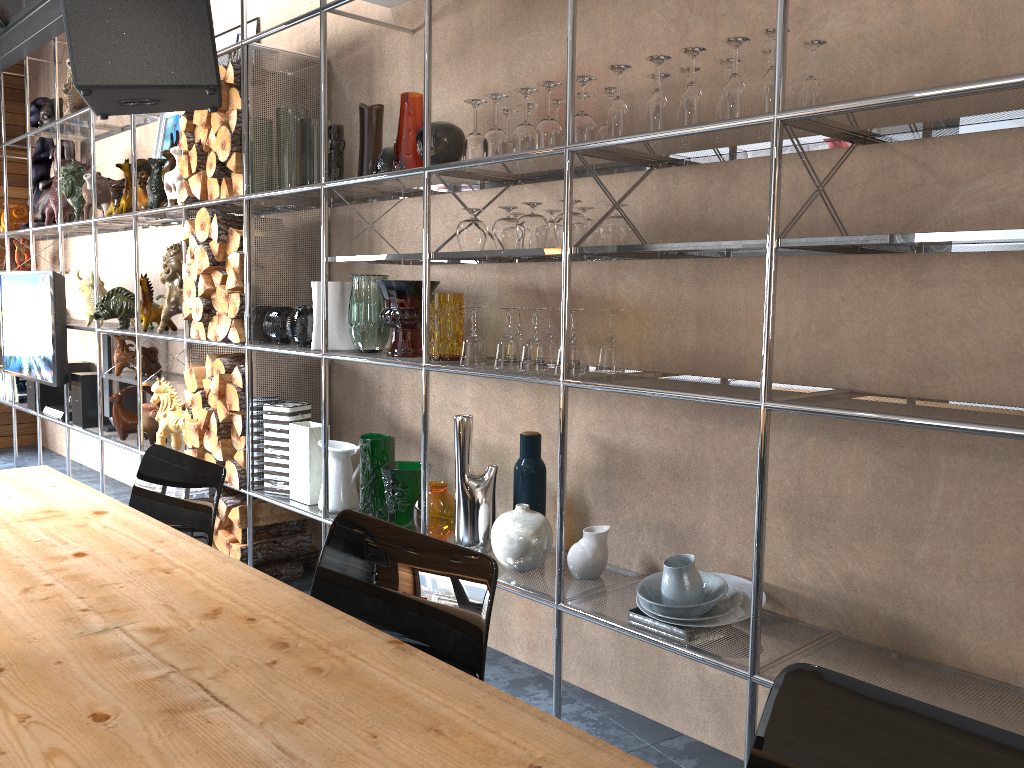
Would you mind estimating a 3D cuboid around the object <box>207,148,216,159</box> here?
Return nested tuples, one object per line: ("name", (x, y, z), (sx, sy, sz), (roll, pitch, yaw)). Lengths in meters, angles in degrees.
("object", (-1.102, -0.920, 3.677), (0.288, 0.118, 0.147), (-4, 7, -39))

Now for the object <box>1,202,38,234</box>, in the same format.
("object", (-3.317, -1.124, 6.033), (0.278, 0.222, 0.138), (-3, 7, -33))

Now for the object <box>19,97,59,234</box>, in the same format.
("object", (-3.107, -1.437, 5.810), (0.244, 0.879, 0.244), (-1, 6, -15))

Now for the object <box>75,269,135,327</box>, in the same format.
("object", (-2.219, -0.469, 4.850), (0.154, 0.309, 0.325), (4, 7, 32))

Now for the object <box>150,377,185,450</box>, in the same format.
("object", (-1.558, 0.154, 4.237), (0.375, 0.363, 0.170), (2, 6, 12))

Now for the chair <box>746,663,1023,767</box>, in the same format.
("chair", (0.256, 0.728, 0.669), (0.599, 0.825, 0.527), (-4, 8, -43))

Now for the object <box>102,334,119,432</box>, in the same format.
("object", (-2.209, -0.009, 4.910), (0.112, 0.533, 0.112), (-4, 8, -43))

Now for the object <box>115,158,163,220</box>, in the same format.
("object", (-1.854, -0.983, 4.488), (0.290, 0.290, 0.097), (-5, 8, -44))

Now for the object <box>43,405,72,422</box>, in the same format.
("object", (-2.649, 0.173, 5.438), (0.325, 0.058, 0.360), (-4, 8, -43))

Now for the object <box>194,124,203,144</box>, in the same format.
("object", (-1.185, -1.062, 3.753), (0.290, 0.153, 0.112), (-4, 7, -40))

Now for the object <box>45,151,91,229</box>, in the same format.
("object", (-2.642, -1.149, 5.254), (0.219, 0.440, 0.462), (-4, 8, -43))

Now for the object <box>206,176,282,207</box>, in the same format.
("object", (-1.097, -0.805, 3.673), (0.299, 0.114, 0.135), (-4, 7, -41))

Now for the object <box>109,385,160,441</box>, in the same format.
("object", (-1.980, 0.148, 4.655), (0.249, 0.290, 0.114), (-1, 6, -18))

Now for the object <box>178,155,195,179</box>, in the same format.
("object", (-1.263, -0.919, 3.825), (0.321, 0.109, 0.110), (-4, 8, -44))

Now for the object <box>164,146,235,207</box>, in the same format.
("object", (-1.390, -0.923, 3.971), (0.314, 0.280, 0.151), (-5, 8, -45))

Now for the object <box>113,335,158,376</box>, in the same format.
("object", (-1.976, -0.151, 4.665), (0.217, 0.214, 0.108), (-1, 6, -18))

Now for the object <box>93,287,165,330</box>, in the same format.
("object", (-1.961, -0.395, 4.619), (0.403, 0.221, 0.192), (0, 6, -6))

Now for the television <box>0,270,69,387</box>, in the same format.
("television", (-2.830, -0.347, 5.257), (0.115, 0.638, 1.075), (-4, 8, -43))

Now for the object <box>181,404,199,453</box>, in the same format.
("object", (-1.424, 0.176, 4.069), (0.116, 0.358, 0.198), (5, 7, 39))

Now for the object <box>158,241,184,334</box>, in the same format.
("object", (-1.482, -0.451, 4.130), (0.405, 0.451, 0.210), (5, 7, 39))

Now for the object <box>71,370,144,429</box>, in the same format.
("object", (-2.335, 0.085, 5.125), (0.343, 0.303, 0.175), (-4, 8, -43))

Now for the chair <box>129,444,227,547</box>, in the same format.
("chair", (-0.925, 0.585, 1.926), (0.599, 0.825, 0.527), (-4, 8, -43))

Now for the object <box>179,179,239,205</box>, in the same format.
("object", (-1.257, -0.824, 3.830), (0.330, 0.105, 0.107), (-4, 7, -40))

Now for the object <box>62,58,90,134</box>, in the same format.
("object", (-2.580, -1.724, 5.252), (0.328, 0.442, 0.207), (6, 7, 40))

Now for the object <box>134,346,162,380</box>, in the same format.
("object", (-1.839, -0.111, 4.489), (0.105, 0.168, 0.210), (1, 6, -3))

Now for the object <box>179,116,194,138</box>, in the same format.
("object", (-1.252, -1.077, 3.794), (0.308, 0.120, 0.097), (-4, 7, -38))

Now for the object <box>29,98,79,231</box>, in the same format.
("object", (-2.908, -1.394, 5.632), (0.305, 0.839, 0.237), (-4, 7, -41))

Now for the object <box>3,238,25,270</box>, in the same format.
("object", (-3.474, -0.905, 6.227), (0.116, 0.229, 0.233), (1, 6, -3))

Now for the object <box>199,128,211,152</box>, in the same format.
("object", (-1.119, -0.999, 3.690), (0.330, 0.098, 0.107), (-4, 7, -39))

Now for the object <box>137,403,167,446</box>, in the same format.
("object", (-1.820, 0.199, 4.485), (0.119, 0.220, 0.212), (0, 6, -9))

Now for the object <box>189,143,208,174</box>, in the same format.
("object", (-1.185, -0.944, 3.740), (0.329, 0.135, 0.095), (-4, 7, -39))

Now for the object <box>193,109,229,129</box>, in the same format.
("object", (-1.114, -1.080, 3.618), (0.322, 0.128, 0.164), (-4, 8, -42))

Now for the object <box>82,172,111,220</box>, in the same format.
("object", (-2.226, -1.009, 4.780), (0.164, 0.266, 0.237), (-2, 6, -26))

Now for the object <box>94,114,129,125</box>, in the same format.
("object", (-2.245, -1.696, 4.951), (0.215, 0.458, 0.328), (-3, 7, -38))

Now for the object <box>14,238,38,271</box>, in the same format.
("object", (-3.333, -0.885, 6.085), (0.060, 0.223, 0.267), (1, 6, 2))

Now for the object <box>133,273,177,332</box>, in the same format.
("object", (-1.766, -0.407, 4.443), (0.097, 0.290, 0.290), (4, 6, 27))

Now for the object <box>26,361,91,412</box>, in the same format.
("object", (-2.951, 0.011, 5.782), (0.343, 0.303, 0.175), (-4, 8, -43))

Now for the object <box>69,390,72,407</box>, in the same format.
("object", (-2.651, 0.094, 5.427), (0.080, 0.101, 0.223), (-4, 8, -43))

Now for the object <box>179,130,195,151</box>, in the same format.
("object", (-1.249, -1.011, 3.807), (0.331, 0.110, 0.107), (-4, 7, -41))

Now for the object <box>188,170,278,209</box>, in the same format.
("object", (-1.172, -0.821, 3.775), (0.362, 0.131, 0.154), (-4, 8, -43))

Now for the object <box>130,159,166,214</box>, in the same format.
("object", (-1.754, -0.963, 4.352), (0.227, 0.270, 0.123), (-4, 8, -43))

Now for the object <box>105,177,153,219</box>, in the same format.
("object", (-1.964, -0.959, 4.623), (0.272, 0.207, 0.137), (-4, 7, -39))

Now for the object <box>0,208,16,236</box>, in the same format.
("object", (-3.491, -1.145, 6.212), (0.107, 0.209, 0.233), (5, 7, 34))

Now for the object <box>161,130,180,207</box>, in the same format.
("object", (-1.511, -0.976, 4.082), (0.198, 0.358, 0.116), (-3, 7, -35))

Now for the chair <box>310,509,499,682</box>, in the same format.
("chair", (-0.335, 0.657, 1.297), (0.599, 0.825, 0.527), (-4, 8, -43))

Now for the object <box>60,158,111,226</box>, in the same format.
("object", (-2.376, -1.072, 4.953), (0.255, 0.356, 0.167), (-2, 6, -24))

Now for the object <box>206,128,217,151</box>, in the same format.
("object", (-1.076, -0.979, 3.622), (0.331, 0.110, 0.101), (-5, 8, -45))

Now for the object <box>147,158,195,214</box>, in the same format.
("object", (-1.600, -0.937, 4.218), (0.253, 0.249, 0.126), (-3, 7, -38))
